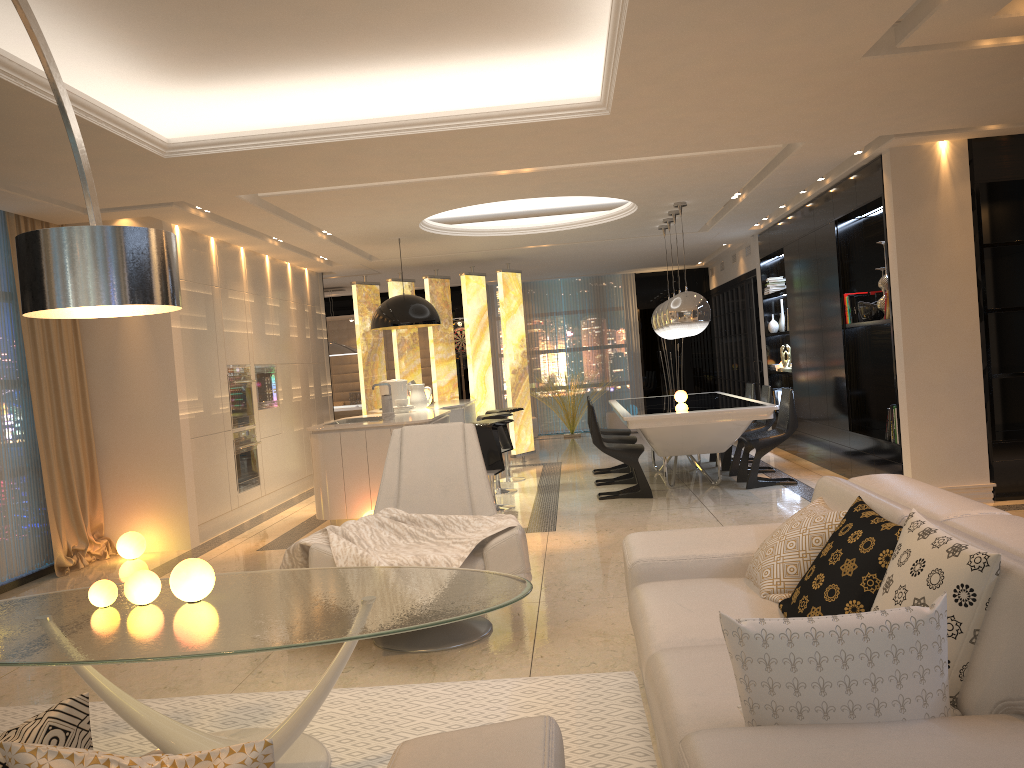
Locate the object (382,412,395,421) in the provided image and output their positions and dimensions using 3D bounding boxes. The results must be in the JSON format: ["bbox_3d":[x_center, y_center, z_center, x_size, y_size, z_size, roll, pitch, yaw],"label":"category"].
[{"bbox_3d":[-1.042,0.274,7.477,0.111,0.062,0.111,-4,2,25],"label":"object"}]

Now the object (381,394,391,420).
[{"bbox_3d":[-1.074,0.196,7.562,0.071,0.219,0.071,-5,1,-5],"label":"object"}]

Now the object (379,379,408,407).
[{"bbox_3d":[-1.186,0.116,8.930,0.288,0.330,0.288,-4,2,21],"label":"object"}]

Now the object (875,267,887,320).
[{"bbox_3d":[3.001,-0.725,7.148,0.121,0.416,0.121,-5,1,-1],"label":"object"}]

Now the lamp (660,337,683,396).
[{"bbox_3d":[2.695,-0.188,14.829,0.418,1.801,0.200,-4,1,4],"label":"lamp"}]

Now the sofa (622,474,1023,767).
[{"bbox_3d":[0.966,0.778,2.666,1.145,0.754,2.328,-4,1,4],"label":"sofa"}]

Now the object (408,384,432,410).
[{"bbox_3d":[-0.947,0.130,9.081,0.211,0.254,0.183,-5,2,-34],"label":"object"}]

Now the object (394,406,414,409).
[{"bbox_3d":[-1.068,0.234,8.627,0.229,0.016,0.229,-4,2,34],"label":"object"}]

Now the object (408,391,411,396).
[{"bbox_3d":[-1.165,0.151,10.123,0.253,0.147,0.266,-6,2,-43],"label":"object"}]

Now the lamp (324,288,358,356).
[{"bbox_3d":[-3.103,-0.902,13.513,1.578,0.995,0.939,-4,1,4],"label":"lamp"}]

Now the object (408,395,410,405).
[{"bbox_3d":[-1.161,0.183,9.253,0.211,0.174,0.211,-6,2,-39],"label":"object"}]

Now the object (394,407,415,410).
[{"bbox_3d":[-1.067,0.250,8.628,0.264,0.033,0.264,-5,2,-27],"label":"object"}]

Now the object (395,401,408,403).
[{"bbox_3d":[-1.071,0.194,8.627,0.138,0.051,0.138,-6,2,-38],"label":"object"}]

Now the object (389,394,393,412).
[{"bbox_3d":[-1.067,0.193,7.668,0.071,0.219,0.071,-5,2,-20],"label":"object"}]

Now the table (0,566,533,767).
[{"bbox_3d":[-0.976,1.003,2.871,2.140,0.565,0.999,-4,1,3],"label":"table"}]

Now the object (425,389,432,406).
[{"bbox_3d":[-0.946,0.145,9.309,0.212,0.214,0.213,-6,2,-36],"label":"object"}]

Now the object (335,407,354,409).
[{"bbox_3d":[-3.048,0.410,13.775,1.605,0.026,0.028,-4,1,9],"label":"object"}]

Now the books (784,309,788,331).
[{"bbox_3d":[3.207,-0.734,10.097,0.207,0.256,0.245,-4,1,3],"label":"books"}]

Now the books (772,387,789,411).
[{"bbox_3d":[3.316,0.187,10.850,0.210,0.270,0.236,-4,1,4],"label":"books"}]

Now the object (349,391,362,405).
[{"bbox_3d":[-2.863,0.399,16.379,0.247,0.522,0.124,-4,1,4],"label":"object"}]

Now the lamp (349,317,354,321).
[{"bbox_3d":[-2.935,-1.211,16.208,0.107,0.127,0.107,-5,1,-15],"label":"lamp"}]

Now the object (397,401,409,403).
[{"bbox_3d":[-1.071,0.199,8.627,0.138,0.051,0.138,-6,2,-38],"label":"object"}]

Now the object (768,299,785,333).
[{"bbox_3d":[3.207,-0.819,10.756,0.210,0.395,0.180,-4,1,7],"label":"object"}]

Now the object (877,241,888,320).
[{"bbox_3d":[2.957,-0.816,6.996,0.121,0.612,0.121,-5,1,-1],"label":"object"}]

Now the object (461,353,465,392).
[{"bbox_3d":[-0.792,0.187,14.803,0.026,1.605,0.027,-3,2,42],"label":"object"}]

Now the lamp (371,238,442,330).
[{"bbox_3d":[-1.103,-1.023,8.960,0.710,0.898,0.710,-4,1,14],"label":"lamp"}]

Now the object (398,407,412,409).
[{"bbox_3d":[-1.068,0.239,8.627,0.229,0.016,0.229,-4,2,34],"label":"object"}]

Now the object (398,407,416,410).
[{"bbox_3d":[-1.066,0.256,8.628,0.264,0.033,0.264,-5,2,-27],"label":"object"}]

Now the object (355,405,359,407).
[{"bbox_3d":[-2.358,0.349,13.489,0.057,0.057,0.057,-5,2,-26],"label":"object"}]

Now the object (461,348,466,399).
[{"bbox_3d":[-0.789,0.185,14.851,0.026,1.605,0.027,-3,2,42],"label":"object"}]

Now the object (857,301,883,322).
[{"bbox_3d":[3.003,-0.606,7.418,0.193,0.177,0.375,-4,1,5],"label":"object"}]

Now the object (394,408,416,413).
[{"bbox_3d":[-1.066,0.262,8.628,0.264,0.033,0.264,-5,2,-27],"label":"object"}]

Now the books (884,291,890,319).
[{"bbox_3d":[2.977,-0.623,6.808,0.189,0.238,0.290,-4,1,3],"label":"books"}]

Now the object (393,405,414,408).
[{"bbox_3d":[-1.069,0.225,8.627,0.229,0.016,0.229,-4,2,34],"label":"object"}]

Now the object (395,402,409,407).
[{"bbox_3d":[-1.070,0.205,8.627,0.138,0.051,0.138,-6,2,-38],"label":"object"}]

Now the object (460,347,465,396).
[{"bbox_3d":[-0.796,0.186,14.755,0.026,1.605,0.027,-3,2,42],"label":"object"}]

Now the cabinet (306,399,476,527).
[{"bbox_3d":[-1.026,0.712,8.977,1.046,0.887,3.752,-4,1,4],"label":"cabinet"}]

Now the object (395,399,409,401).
[{"bbox_3d":[-1.072,0.177,8.626,0.138,0.051,0.138,-6,2,-38],"label":"object"}]

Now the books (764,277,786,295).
[{"bbox_3d":[3.198,-1.191,10.757,0.259,0.188,0.302,-4,1,11],"label":"books"}]

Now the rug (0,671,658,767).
[{"bbox_3d":[-0.977,1.299,2.889,2.900,0.020,1.661,-4,1,4],"label":"rug"}]

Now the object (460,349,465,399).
[{"bbox_3d":[-0.799,0.188,14.707,0.026,1.605,0.027,-3,2,42],"label":"object"}]

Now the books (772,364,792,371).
[{"bbox_3d":[3.284,-0.203,10.772,0.209,0.073,0.266,-4,1,7],"label":"books"}]

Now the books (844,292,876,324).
[{"bbox_3d":[3.036,-0.666,7.726,0.210,0.270,0.236,-4,1,4],"label":"books"}]

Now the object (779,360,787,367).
[{"bbox_3d":[3.250,-0.221,10.561,0.125,0.125,0.125,-3,2,43],"label":"object"}]

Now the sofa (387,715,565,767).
[{"bbox_3d":[-1.067,0.968,1.505,2.328,0.754,1.145,-4,1,4],"label":"sofa"}]

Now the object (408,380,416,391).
[{"bbox_3d":[-1.179,0.065,10.118,0.249,0.212,0.256,-3,2,39],"label":"object"}]

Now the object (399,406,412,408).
[{"bbox_3d":[-1.069,0.230,8.627,0.229,0.016,0.229,-4,2,34],"label":"object"}]

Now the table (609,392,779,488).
[{"bbox_3d":[1.703,0.562,8.866,1.293,0.759,3.031,-4,1,4],"label":"table"}]

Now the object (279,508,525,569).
[{"bbox_3d":[-0.610,0.938,4.422,1.347,0.580,0.972,-3,2,41],"label":"object"}]

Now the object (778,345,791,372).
[{"bbox_3d":[3.212,-0.304,10.393,0.177,0.311,0.177,-4,1,4],"label":"object"}]

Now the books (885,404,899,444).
[{"bbox_3d":[3.038,0.296,6.861,0.222,0.296,0.345,-4,1,4],"label":"books"}]

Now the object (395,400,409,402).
[{"bbox_3d":[-1.071,0.188,8.626,0.138,0.051,0.138,-6,2,-38],"label":"object"}]
